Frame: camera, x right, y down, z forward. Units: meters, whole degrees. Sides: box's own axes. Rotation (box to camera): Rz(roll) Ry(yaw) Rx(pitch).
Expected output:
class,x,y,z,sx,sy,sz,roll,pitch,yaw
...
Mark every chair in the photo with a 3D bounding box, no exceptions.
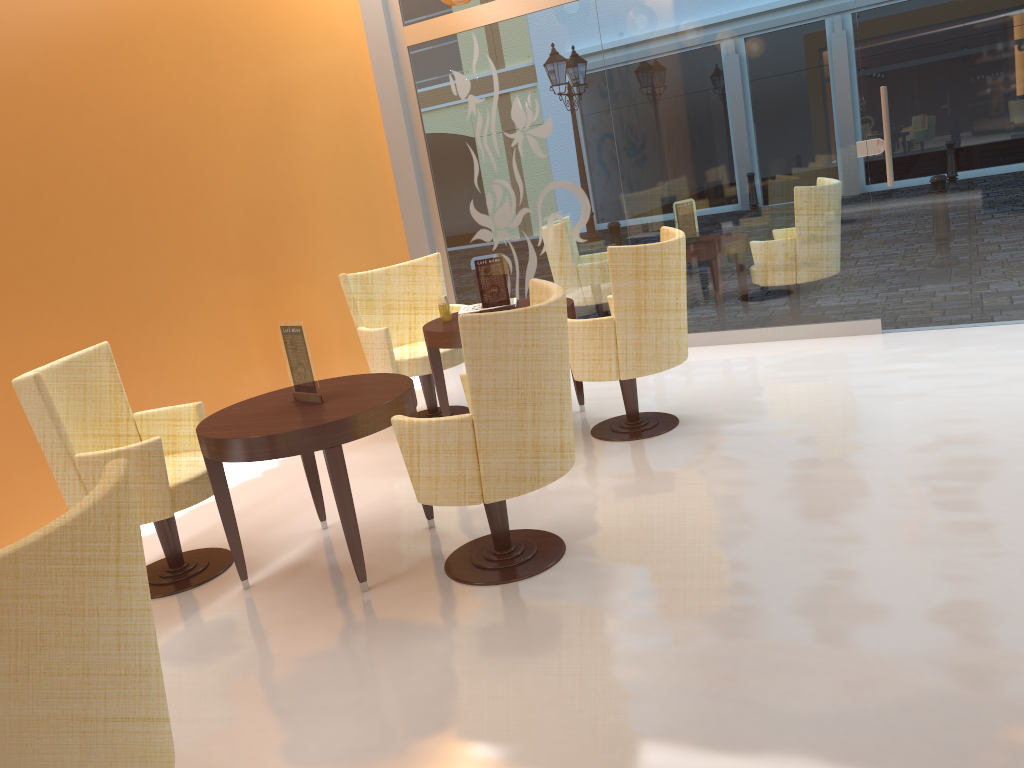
class,x,y,z,sx,sy,sz,roll,pitch,yaw
chair,-0.067,0.178,3.319,0.685,1.017,0.729,-4,14,25
chair,0.616,-0.256,4.653,0.685,1.017,0.729,-2,15,31
chair,-0.998,0.727,1.688,0.685,1.017,0.729,3,18,44
chair,-0.620,-0.273,5.668,0.729,1.017,0.685,-17,15,-29
chair,-1.593,0.347,3.767,0.685,1.017,0.729,-11,13,-3

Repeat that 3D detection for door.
class,x,y,z,sx,sy,sz,roll,pitch,yaw
door,2.952,-1.574,5.189,1.640,2.499,0.020,-3,15,28

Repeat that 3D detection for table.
class,x,y,z,sx,sy,sz,roll,pitch,yaw
table,-0.771,0.400,3.663,0.874,0.679,0.872,-16,14,-24
table,-0.022,-0.077,5.127,0.874,0.679,0.872,-14,13,-14

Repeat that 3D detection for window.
class,x,y,z,sx,sy,sz,roll,pitch,yaw
window,2.867,-2.053,5.077,8.200,3.380,0.040,-3,15,28

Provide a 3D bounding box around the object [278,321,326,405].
class,x,y,z,sx,sy,sz,roll,pitch,yaw
object,-0.854,-0.089,3.557,0.209,0.335,0.042,3,19,45

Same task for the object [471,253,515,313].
class,x,y,z,sx,sy,sz,roll,pitch,yaw
object,-0.109,-0.563,5.013,0.209,0.335,0.042,-7,13,11

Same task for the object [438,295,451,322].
class,x,y,z,sx,sy,sz,roll,pitch,yaw
object,-0.387,-0.432,5.084,0.067,0.148,0.067,-20,16,-36

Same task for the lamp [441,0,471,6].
class,x,y,z,sx,sy,sz,roll,pitch,yaw
lamp,-0.453,-3.082,5.332,0.299,1.500,0.299,-3,15,28

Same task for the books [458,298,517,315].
class,x,y,z,sx,sy,sz,roll,pitch,yaw
books,-0.141,-0.456,5.265,0.339,0.028,0.273,-9,13,4
